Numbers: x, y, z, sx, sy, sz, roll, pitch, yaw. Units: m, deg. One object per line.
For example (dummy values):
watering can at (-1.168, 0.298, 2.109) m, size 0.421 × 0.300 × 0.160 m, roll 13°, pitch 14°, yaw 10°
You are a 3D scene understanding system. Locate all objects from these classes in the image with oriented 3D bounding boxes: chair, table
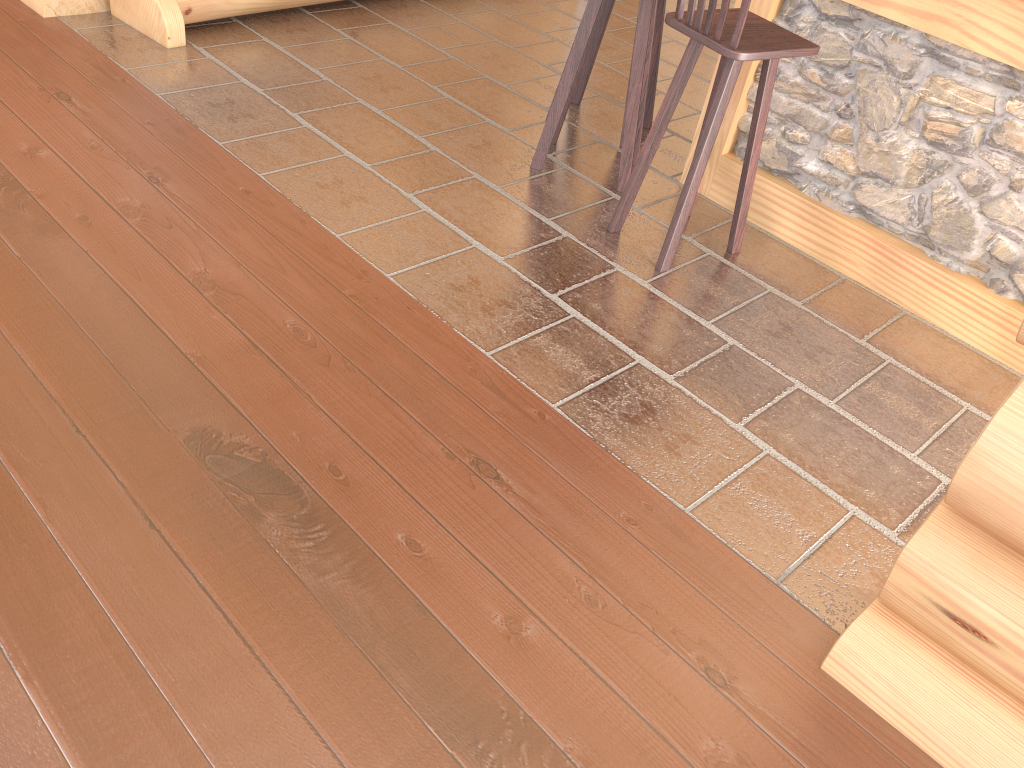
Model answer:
chair at (0.416, -1.503, 3.628) m, size 0.504 × 1.319 × 0.406 m, roll 16°, pitch 39°, yaw 5°
chair at (0.520, -1.815, 4.033) m, size 0.504 × 1.319 × 0.406 m, roll 24°, pitch 40°, yaw 14°
table at (2.058, -0.876, 3.336) m, size 1.196 × 1.257 × 3.220 m, roll -26°, pitch 52°, yaw -37°
chair at (0.745, -1.081, 3.200) m, size 0.504 × 1.319 × 0.406 m, roll -17°, pitch 47°, yaw -31°

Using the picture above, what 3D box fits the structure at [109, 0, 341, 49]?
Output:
structure at (-1.121, -3.465, 5.366) m, size 1.951 × 1.643 × 3.604 m, roll 34°, pitch 44°, yaw 25°
